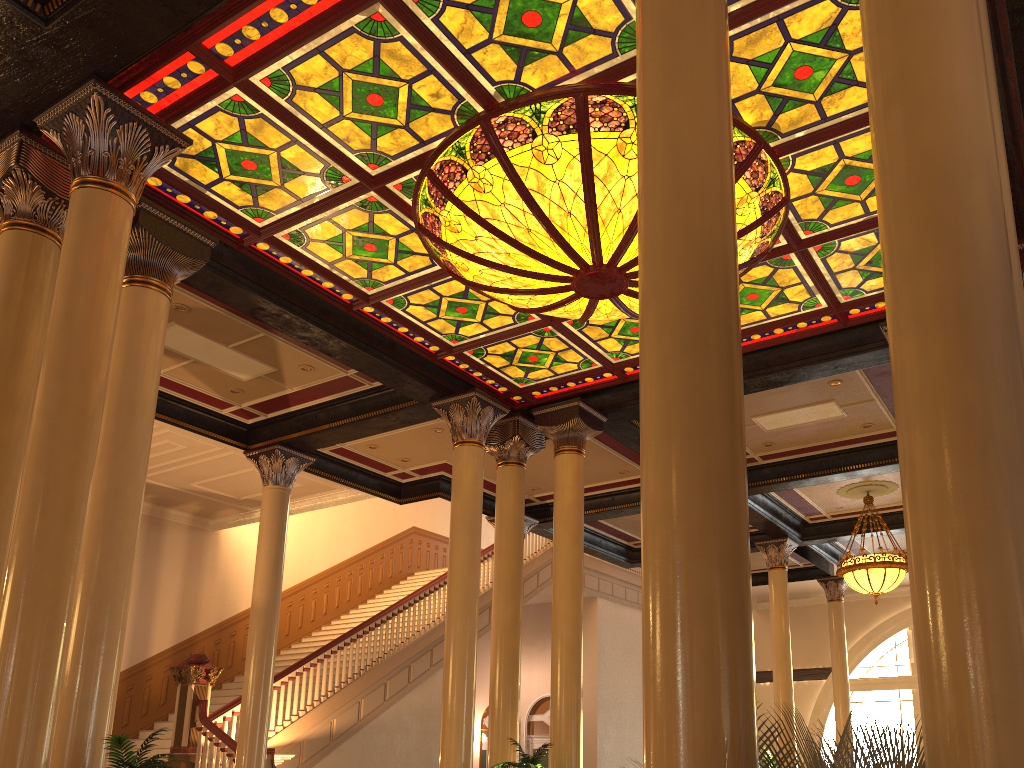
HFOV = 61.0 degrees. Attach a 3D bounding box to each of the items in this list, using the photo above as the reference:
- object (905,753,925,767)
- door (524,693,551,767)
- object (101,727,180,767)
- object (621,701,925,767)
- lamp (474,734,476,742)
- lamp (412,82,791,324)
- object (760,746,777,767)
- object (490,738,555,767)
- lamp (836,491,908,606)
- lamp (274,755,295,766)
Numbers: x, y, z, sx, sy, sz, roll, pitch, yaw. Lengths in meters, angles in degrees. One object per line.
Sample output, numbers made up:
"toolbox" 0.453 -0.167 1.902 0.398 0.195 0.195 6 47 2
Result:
"object" 3.510 3.485 6.202 2.012 2.163 1.936 -7 -20 20
"door" 0.921 9.149 20.757 1.441 3.331 0.215 -10 -18 32
"object" -2.264 3.098 5.085 1.014 2.060 1.151 -6 -18 21
"object" 0.793 2.067 2.890 1.787 2.177 2.212 -13 -23 34
"lamp" -1.075 8.991 21.791 0.361 0.477 0.287 -11 -21 32
"lamp" 0.705 -1.060 6.954 2.933 0.577 3.212 -13 -26 28
"object" 4.757 7.710 15.898 1.092 2.060 1.071 3 -17 -8
"object" 0.097 4.565 8.532 1.092 2.060 1.071 3 -17 -8
"lamp" 5.847 2.658 14.114 1.163 1.826 1.272 -8 -20 26
"lamp" -3.186 5.855 11.299 0.612 1.927 0.574 13 -20 -37
